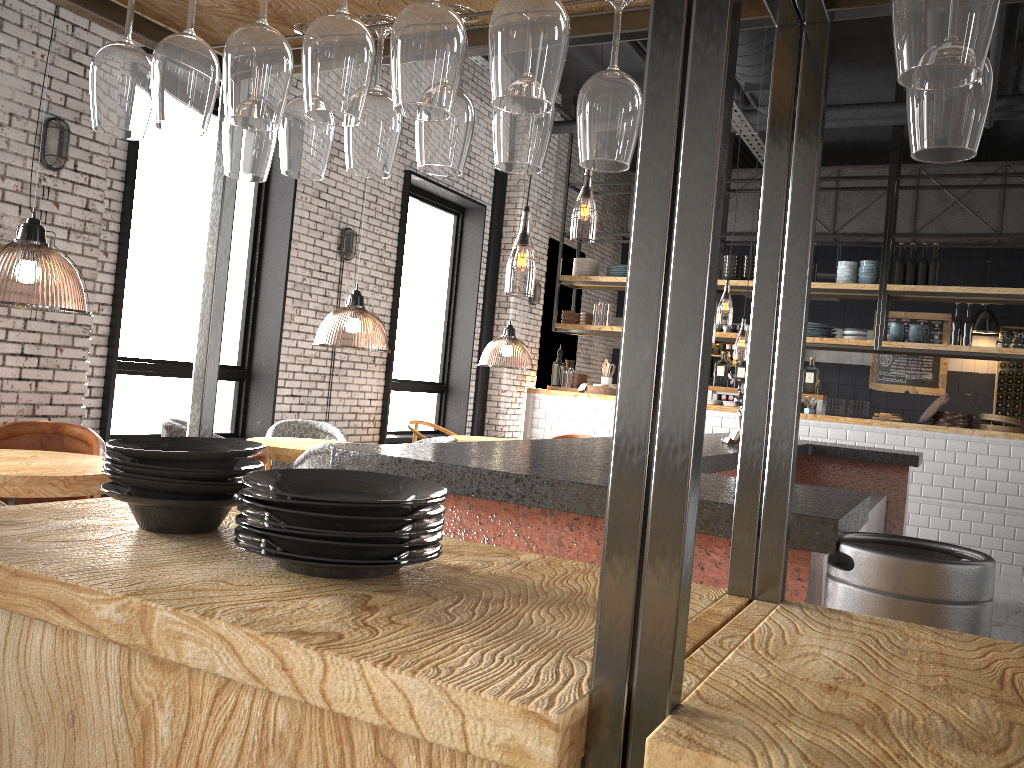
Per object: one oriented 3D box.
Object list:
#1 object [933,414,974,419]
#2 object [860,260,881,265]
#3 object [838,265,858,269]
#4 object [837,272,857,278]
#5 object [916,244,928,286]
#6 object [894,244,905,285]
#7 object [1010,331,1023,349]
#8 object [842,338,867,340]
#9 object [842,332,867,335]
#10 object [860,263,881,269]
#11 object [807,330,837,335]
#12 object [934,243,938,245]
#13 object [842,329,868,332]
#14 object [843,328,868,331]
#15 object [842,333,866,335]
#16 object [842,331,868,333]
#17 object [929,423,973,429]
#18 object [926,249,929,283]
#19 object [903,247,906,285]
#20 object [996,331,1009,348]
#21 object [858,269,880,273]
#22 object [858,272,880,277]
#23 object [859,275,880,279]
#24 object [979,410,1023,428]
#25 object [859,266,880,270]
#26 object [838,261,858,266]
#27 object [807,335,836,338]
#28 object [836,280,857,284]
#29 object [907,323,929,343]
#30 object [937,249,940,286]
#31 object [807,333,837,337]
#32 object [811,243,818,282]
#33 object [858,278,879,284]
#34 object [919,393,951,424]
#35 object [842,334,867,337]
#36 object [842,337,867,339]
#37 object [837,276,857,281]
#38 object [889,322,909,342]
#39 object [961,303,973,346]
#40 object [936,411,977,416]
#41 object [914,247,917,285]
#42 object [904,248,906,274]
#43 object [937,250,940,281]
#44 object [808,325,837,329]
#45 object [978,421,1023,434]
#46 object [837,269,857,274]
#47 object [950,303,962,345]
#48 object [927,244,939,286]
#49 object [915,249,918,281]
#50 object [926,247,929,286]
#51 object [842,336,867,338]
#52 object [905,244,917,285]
[{"bbox_3d":[4.458,0.330,8.928,0.406,0.019,0.458,5,0,-21],"label":"object"},{"bbox_3d":[3.919,-1.293,9.704,0.219,0.091,0.218,5,0,44],"label":"object"},{"bbox_3d":[3.718,-1.277,9.825,0.210,0.076,0.210,5,0,1],"label":"object"},{"bbox_3d":[3.714,-1.190,9.828,0.210,0.074,0.210,5,0,2],"label":"object"},{"bbox_3d":[4.344,-1.246,9.375,0.098,0.458,0.098,5,-1,4],"label":"object"},{"bbox_3d":[4.149,-1.264,9.474,0.098,0.458,0.098,6,-1,-41],"label":"object"},{"bbox_3d":[5.081,-0.437,8.925,0.118,0.181,0.118,5,-1,-14],"label":"object"},{"bbox_3d":[3.764,-0.483,9.753,0.263,0.026,0.263,5,0,-28],"label":"object"},{"bbox_3d":[3.770,-0.549,9.754,0.263,0.028,0.263,5,0,-36],"label":"object"},{"bbox_3d":[3.920,-1.261,9.699,0.218,0.096,0.218,5,0,11],"label":"object"},{"bbox_3d":[3.401,-0.563,9.940,0.453,0.050,0.454,5,0,-43],"label":"object"},{"bbox_3d":[4.460,-1.462,9.331,0.046,0.031,0.046,5,0,19],"label":"object"},{"bbox_3d":[3.773,-0.578,9.754,0.265,0.034,0.265,5,0,40],"label":"object"},{"bbox_3d":[3.773,-0.589,9.755,0.265,0.037,0.265,5,0,22],"label":"object"},{"bbox_3d":[3.769,-0.538,9.753,0.263,0.032,0.263,5,0,-15],"label":"object"},{"bbox_3d":[3.770,-0.560,9.754,0.263,0.029,0.263,5,0,3],"label":"object"},{"bbox_3d":[4.446,0.426,8.929,0.406,0.019,0.458,5,0,-28],"label":"object"},{"bbox_3d":[4.465,-1.235,9.616,0.098,0.458,0.098,5,-1,4],"label":"object"},{"bbox_3d":[4.209,-1.258,9.595,0.098,0.458,0.098,6,-1,-41],"label":"object"},{"bbox_3d":[4.980,-0.446,8.996,0.118,0.181,0.118,5,-1,-9],"label":"object"},{"bbox_3d":[3.905,-1.197,9.703,0.218,0.092,0.218,5,0,-27],"label":"object"},{"bbox_3d":[3.901,-1.166,9.700,0.218,0.092,0.218,5,0,17],"label":"object"},{"bbox_3d":[3.906,-1.133,9.697,0.218,0.093,0.218,5,0,10],"label":"object"},{"bbox_3d":[4.829,0.354,8.699,0.439,0.154,0.437,5,0,-16],"label":"object"},{"bbox_3d":[3.909,-1.229,9.704,0.218,0.092,0.218,5,0,-22],"label":"object"},{"bbox_3d":[3.724,-1.320,9.825,0.210,0.074,0.210,5,0,32],"label":"object"},{"bbox_3d":[3.396,-0.515,9.940,0.454,0.033,0.454,5,0,9],"label":"object"},{"bbox_3d":[3.704,-1.103,9.824,0.210,0.065,0.210,5,0,45],"label":"object"},{"bbox_3d":[4.322,-0.529,9.458,0.166,0.230,0.198,5,-1,-3],"label":"object"},{"bbox_3d":[4.561,-1.226,9.567,0.098,0.458,0.098,5,-1,4],"label":"object"},{"bbox_3d":[3.397,-0.539,9.940,0.454,0.042,0.454,5,0,2],"label":"object"},{"bbox_3d":[3.383,-1.340,9.948,0.098,0.471,0.098,6,-1,-41],"label":"object"},{"bbox_3d":[3.898,-1.100,9.697,0.218,0.085,0.218,5,0,-4],"label":"object"},{"bbox_3d":[4.249,0.250,8.919,0.242,0.338,0.488,5,0,13],"label":"object"},{"bbox_3d":[3.767,-0.524,9.754,0.265,0.038,0.265,5,0,-41],"label":"object"},{"bbox_3d":[3.764,-0.496,9.752,0.263,0.038,0.262,5,0,42],"label":"object"},{"bbox_3d":[3.707,-1.147,9.825,0.210,0.069,0.210,5,0,-7],"label":"object"},{"bbox_3d":[4.169,-0.543,9.550,0.199,0.230,0.165,5,-1,33],"label":"object"},{"bbox_3d":[4.768,-0.610,9.273,0.098,0.471,0.098,4,-1,34],"label":"object"},{"bbox_3d":[4.440,0.296,8.939,0.458,0.019,0.407,5,0,-17],"label":"object"},{"bbox_3d":[4.305,-1.249,9.546,0.098,0.458,0.098,6,-1,-41],"label":"object"},{"bbox_3d":[4.270,-1.259,9.715,0.098,0.471,0.098,6,-1,-41],"label":"object"},{"bbox_3d":[4.500,-1.231,9.447,0.098,0.458,0.098,5,-1,4],"label":"object"},{"bbox_3d":[3.406,-0.634,9.941,0.453,0.048,0.454,5,0,-36],"label":"object"},{"bbox_3d":[4.819,0.420,8.696,0.436,0.097,0.437,5,0,-38],"label":"object"},{"bbox_3d":[3.712,-1.234,9.827,0.210,0.078,0.210,5,0,-41],"label":"object"},{"bbox_3d":[4.672,-0.619,9.322,0.098,0.471,0.098,5,-1,15],"label":"object"},{"bbox_3d":[4.440,-1.237,9.326,0.098,0.458,0.098,5,-1,4],"label":"object"},{"bbox_3d":[4.366,-1.244,9.667,0.098,0.458,0.098,6,-1,-41],"label":"object"},{"bbox_3d":[4.405,-1.240,9.495,0.098,0.458,0.098,5,-1,4],"label":"object"},{"bbox_3d":[3.765,-0.506,9.753,0.263,0.037,0.263,5,0,0],"label":"object"},{"bbox_3d":[4.244,-1.255,9.425,0.098,0.458,0.098,6,-1,-41],"label":"object"}]
